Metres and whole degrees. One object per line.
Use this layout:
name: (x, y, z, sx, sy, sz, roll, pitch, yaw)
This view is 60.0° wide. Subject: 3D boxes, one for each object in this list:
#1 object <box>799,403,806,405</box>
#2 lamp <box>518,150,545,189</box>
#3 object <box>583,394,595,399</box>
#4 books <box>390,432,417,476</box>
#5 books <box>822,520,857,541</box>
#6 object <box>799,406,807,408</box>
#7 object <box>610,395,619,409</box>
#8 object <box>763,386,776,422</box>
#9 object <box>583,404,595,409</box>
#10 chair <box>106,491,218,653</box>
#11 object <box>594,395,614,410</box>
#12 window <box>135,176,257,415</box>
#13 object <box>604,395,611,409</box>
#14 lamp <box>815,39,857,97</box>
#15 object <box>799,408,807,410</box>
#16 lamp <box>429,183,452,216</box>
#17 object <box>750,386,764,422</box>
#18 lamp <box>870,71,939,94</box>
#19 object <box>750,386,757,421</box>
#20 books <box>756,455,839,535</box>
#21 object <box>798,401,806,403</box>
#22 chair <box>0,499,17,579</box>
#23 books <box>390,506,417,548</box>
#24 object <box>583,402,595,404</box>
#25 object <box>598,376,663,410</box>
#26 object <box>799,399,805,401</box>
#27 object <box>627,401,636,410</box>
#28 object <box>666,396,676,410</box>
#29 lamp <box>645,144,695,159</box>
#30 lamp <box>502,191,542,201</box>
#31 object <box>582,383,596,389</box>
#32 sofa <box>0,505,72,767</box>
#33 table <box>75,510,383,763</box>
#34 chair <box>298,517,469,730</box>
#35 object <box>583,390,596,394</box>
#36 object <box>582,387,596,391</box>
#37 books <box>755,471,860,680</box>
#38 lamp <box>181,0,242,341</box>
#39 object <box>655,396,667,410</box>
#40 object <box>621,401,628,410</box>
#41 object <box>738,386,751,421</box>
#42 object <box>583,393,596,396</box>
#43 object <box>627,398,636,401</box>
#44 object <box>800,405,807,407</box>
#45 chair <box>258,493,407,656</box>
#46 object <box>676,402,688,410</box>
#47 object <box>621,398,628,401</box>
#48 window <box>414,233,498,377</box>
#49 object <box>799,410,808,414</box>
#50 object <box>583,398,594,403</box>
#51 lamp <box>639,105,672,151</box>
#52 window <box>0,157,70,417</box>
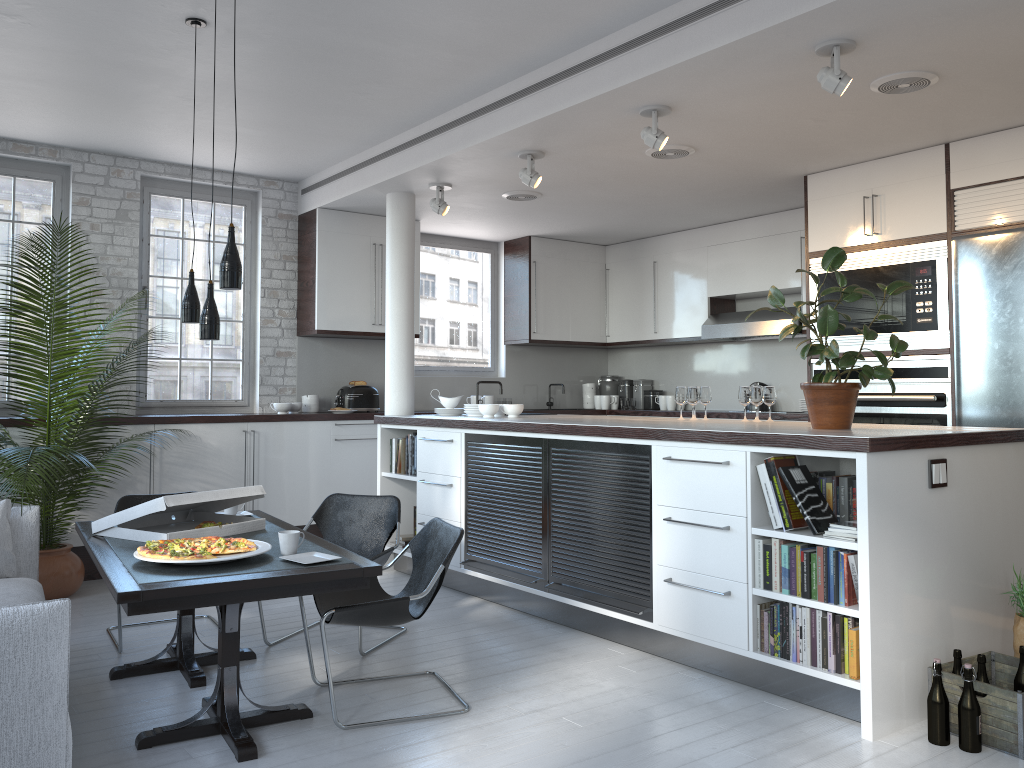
object: (2.635, 0.180, 7.612, 0.330, 0.035, 0.330, -1, -1, 41)
lamp: (0.131, -1.446, 6.017, 0.183, 0.239, 0.183, 1, -2, -33)
object: (0.869, 0.155, 9.915, 0.154, 0.075, 0.153, 0, -1, 21)
books: (-0.710, 0.520, 6.721, 0.253, 0.324, 0.509, 1, -2, -37)
books: (1.474, 0.622, 3.782, 0.272, 0.054, 0.204, 1, -1, -41)
object: (2.635, 0.210, 7.611, 0.330, 0.035, 0.330, -1, -1, 41)
object: (1.128, 0.201, 9.679, 0.109, 0.152, 0.138, 2, -2, -37)
object: (1.603, 0.124, 5.514, 0.082, 0.223, 0.082, 1, -3, -23)
object: (0.872, 0.253, 9.913, 0.153, 0.055, 0.153, 0, -1, 6)
chair: (-1.947, 1.043, 5.050, 0.670, 0.779, 0.664, 1, -2, -31)
object: (0.987, 0.201, 9.680, 0.134, 0.152, 0.250, 1, -2, -35)
window: (-5.028, -1.021, 11.558, 8.131, 6.080, 9.138, 1, -2, -37)
object: (1.060, 0.203, 9.805, 0.109, 0.152, 0.138, -1, -2, 17)
lamp: (1.518, -1.464, 4.150, 0.183, 0.239, 0.183, 1, -2, -33)
object: (2.635, 0.225, 7.610, 0.330, 0.035, 0.330, -1, -1, 41)
lamp: (-0.562, -1.436, 6.951, 0.183, 0.239, 0.183, 1, -2, -33)
object: (1.516, 0.124, 5.476, 0.082, 0.223, 0.082, 0, -3, -3)
lamp: (2.049, -1.570, 4.633, 0.328, 0.025, 0.328, 0, -1, -38)
object: (1.542, 0.125, 5.594, 0.082, 0.223, 0.082, -1, -3, 18)
books: (1.281, 0.489, 3.971, 0.186, 0.329, 0.323, 2, -2, -37)
object: (2.635, 0.165, 7.613, 0.330, 0.035, 0.330, -1, -1, 41)
chair: (-2.700, 0.812, 4.481, 0.219, 0.439, 0.457, -1, -2, 23)
books: (-0.692, 1.072, 6.728, 0.293, 0.324, 0.472, 1, -2, -39)
object: (0.871, 0.217, 9.911, 0.154, 0.074, 0.152, 1, -1, -33)
object: (1.315, 0.091, 9.793, 0.243, 0.375, 0.874, 2, -2, -40)
object: (2.635, 0.150, 7.614, 0.330, 0.035, 0.330, -1, -1, 41)
object: (1.275, 0.228, 9.429, 0.094, 0.098, 0.094, 1, -2, -20)
object: (1.650, 0.197, 9.221, 0.109, 0.152, 0.138, 1, -2, -22)
lamp: (1.064, -1.557, 5.960, 0.328, 0.025, 0.328, 0, -1, -32)
lamp: (0.079, -1.544, 7.286, 0.328, 0.025, 0.328, 0, -1, 28)
object: (0.862, 0.028, 9.919, 0.153, 0.070, 0.152, 0, -1, 10)
sofa: (-2.315, 1.029, 3.490, 0.920, 0.772, 2.654, 1, -1, -30)
table: (-1.403, 1.069, 4.055, 0.958, 0.704, 1.916, 1, -1, -30)
chair: (-0.584, 1.033, 3.996, 0.664, 0.779, 0.670, 1, -2, -21)
object: (0.865, 0.090, 9.916, 0.153, 0.076, 0.154, 0, -1, -15)
object: (0.865, 0.059, 9.915, 0.153, 0.067, 0.152, 0, -1, 10)
books: (1.452, 0.810, 3.948, 0.492, 0.799, 0.540, 2, -3, -37)
lamp: (-1.409, -1.131, 4.165, 0.114, 1.856, 1.054, 2, -3, -29)
object: (1.584, 0.198, 9.306, 0.138, 0.152, 0.109, 0, -2, -14)
object: (1.214, 0.229, 9.513, 0.094, 0.098, 0.094, 1, -2, -20)
object: (1.460, 0.125, 5.553, 0.082, 0.223, 0.082, -1, -3, 20)
object: (0.867, 0.125, 9.917, 0.153, 0.060, 0.153, 1, -1, -36)
object: (1.275, 0.198, 9.430, 0.094, 0.098, 0.094, 1, -2, -20)
object: (2.635, 0.195, 7.611, 0.330, 0.035, 0.330, -1, -1, 41)
chair: (-0.979, 1.042, 4.964, 0.671, 0.779, 0.664, -1, -2, 19)
object: (1.773, 0.197, 9.285, 0.138, 0.152, 0.109, 1, -2, -29)
object: (1.215, 0.199, 9.517, 0.094, 0.098, 0.094, 1, -2, -20)
window: (-0.671, -0.804, 9.170, 1.297, 1.461, 0.133, 1, -3, -36)
object: (2.635, 0.240, 7.609, 0.330, 0.035, 0.330, -1, -1, 41)
object: (0.871, 0.187, 9.912, 0.153, 0.063, 0.153, 0, -1, -7)
lamp: (0.824, -1.455, 5.084, 0.183, 0.239, 0.183, 1, -2, -33)
window: (-3.954, -0.749, 6.734, 1.033, 1.994, 0.133, 2, -3, -36)
